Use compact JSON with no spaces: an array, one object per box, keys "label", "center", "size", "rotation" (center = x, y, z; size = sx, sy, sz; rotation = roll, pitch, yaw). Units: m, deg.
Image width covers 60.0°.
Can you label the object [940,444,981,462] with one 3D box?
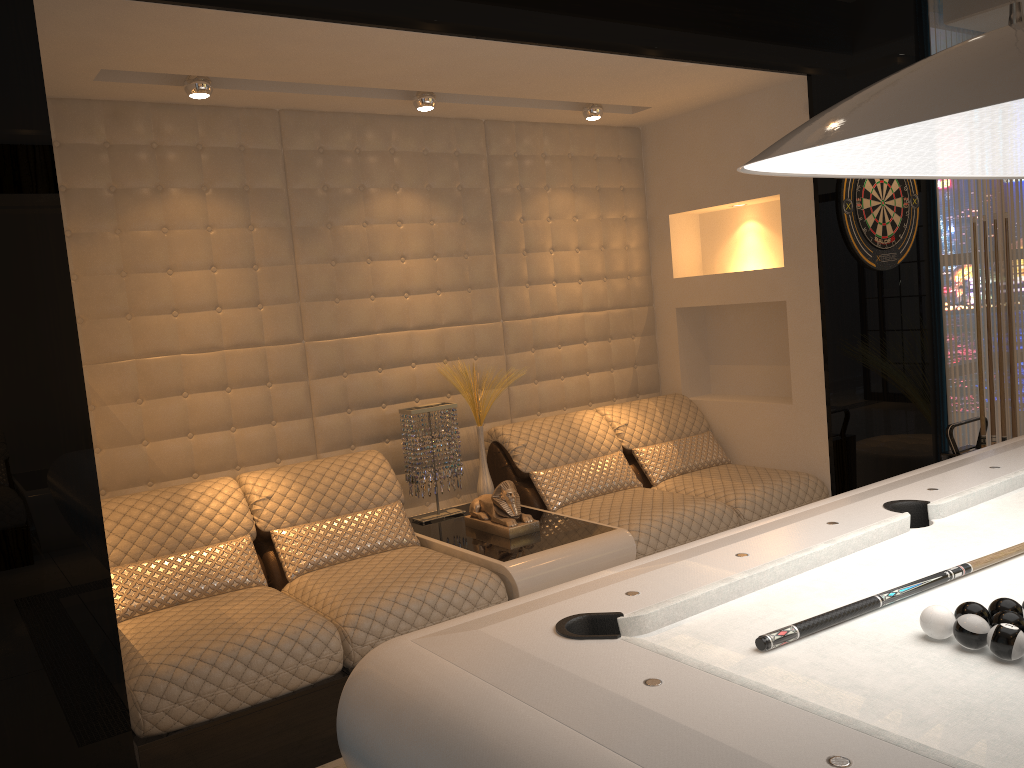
[{"label":"object","center":[2.262,0.569,4.194],"size":[0.261,0.508,0.325],"rotation":[-9,6,-34]}]

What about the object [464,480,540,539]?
[{"label":"object","center":[-0.054,0.508,3.769],"size":[0.155,0.217,0.344],"rotation":[-9,6,-34]}]

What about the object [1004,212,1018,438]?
[{"label":"object","center":[2.284,0.027,4.042],"size":[0.026,1.605,0.027],"rotation":[-5,5,4]}]

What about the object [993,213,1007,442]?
[{"label":"object","center":[2.256,0.025,4.081],"size":[0.026,1.605,0.027],"rotation":[-5,5,4]}]

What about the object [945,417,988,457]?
[{"label":"object","center":[2.185,0.322,4.248],"size":[0.330,0.297,0.032],"rotation":[-9,6,-34]}]

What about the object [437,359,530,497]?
[{"label":"object","center":[-0.105,0.228,4.180],"size":[0.390,0.718,0.388],"rotation":[-10,7,-43]}]

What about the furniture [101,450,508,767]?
[{"label":"furniture","center":[-0.850,0.781,3.302],"size":[1.312,0.810,1.107],"rotation":[-9,6,-34]}]

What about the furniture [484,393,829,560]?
[{"label":"furniture","center":[0.707,0.541,4.378],"size":[1.312,0.810,1.107],"rotation":[-9,6,-34]}]

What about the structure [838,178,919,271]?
[{"label":"structure","center":[1.840,-0.902,4.427],"size":[0.669,0.669,0.048],"rotation":[-9,6,-34]}]

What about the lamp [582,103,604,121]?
[{"label":"lamp","center":[0.399,-1.373,4.394],"size":[0.107,0.127,0.107],"rotation":[-1,6,37]}]

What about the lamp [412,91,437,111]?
[{"label":"lamp","center":[-0.381,-1.252,3.854],"size":[0.107,0.127,0.107],"rotation":[-1,6,37]}]

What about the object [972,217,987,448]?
[{"label":"object","center":[2.202,0.025,4.160],"size":[0.026,1.605,0.027],"rotation":[-5,5,4]}]

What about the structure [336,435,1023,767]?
[{"label":"structure","center":[1.345,0.716,1.790],"size":[2.912,0.812,1.659],"rotation":[-9,6,-34]}]

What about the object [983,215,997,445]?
[{"label":"object","center":[2.229,0.026,4.120],"size":[0.026,1.605,0.027],"rotation":[-5,5,4]}]

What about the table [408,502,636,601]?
[{"label":"table","center":[-0.053,0.839,3.852],"size":[0.608,0.457,1.143],"rotation":[-9,6,-34]}]

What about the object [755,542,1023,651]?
[{"label":"object","center":[1.118,0.348,1.918],"size":[1.605,0.026,0.028],"rotation":[-8,6,-29]}]

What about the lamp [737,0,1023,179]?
[{"label":"lamp","center":[1.180,-0.962,1.649],"size":[1.578,0.995,0.939],"rotation":[-9,6,-34]}]

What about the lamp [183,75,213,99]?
[{"label":"lamp","center":[-1.172,-1.130,3.307],"size":[0.107,0.127,0.107],"rotation":[-1,6,37]}]

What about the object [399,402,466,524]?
[{"label":"object","center":[-0.361,0.354,4.068],"size":[0.247,0.522,0.124],"rotation":[-9,6,-34]}]

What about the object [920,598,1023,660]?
[{"label":"object","center":[0.820,0.402,1.468],"size":[0.265,0.057,0.299],"rotation":[-2,6,30]}]
